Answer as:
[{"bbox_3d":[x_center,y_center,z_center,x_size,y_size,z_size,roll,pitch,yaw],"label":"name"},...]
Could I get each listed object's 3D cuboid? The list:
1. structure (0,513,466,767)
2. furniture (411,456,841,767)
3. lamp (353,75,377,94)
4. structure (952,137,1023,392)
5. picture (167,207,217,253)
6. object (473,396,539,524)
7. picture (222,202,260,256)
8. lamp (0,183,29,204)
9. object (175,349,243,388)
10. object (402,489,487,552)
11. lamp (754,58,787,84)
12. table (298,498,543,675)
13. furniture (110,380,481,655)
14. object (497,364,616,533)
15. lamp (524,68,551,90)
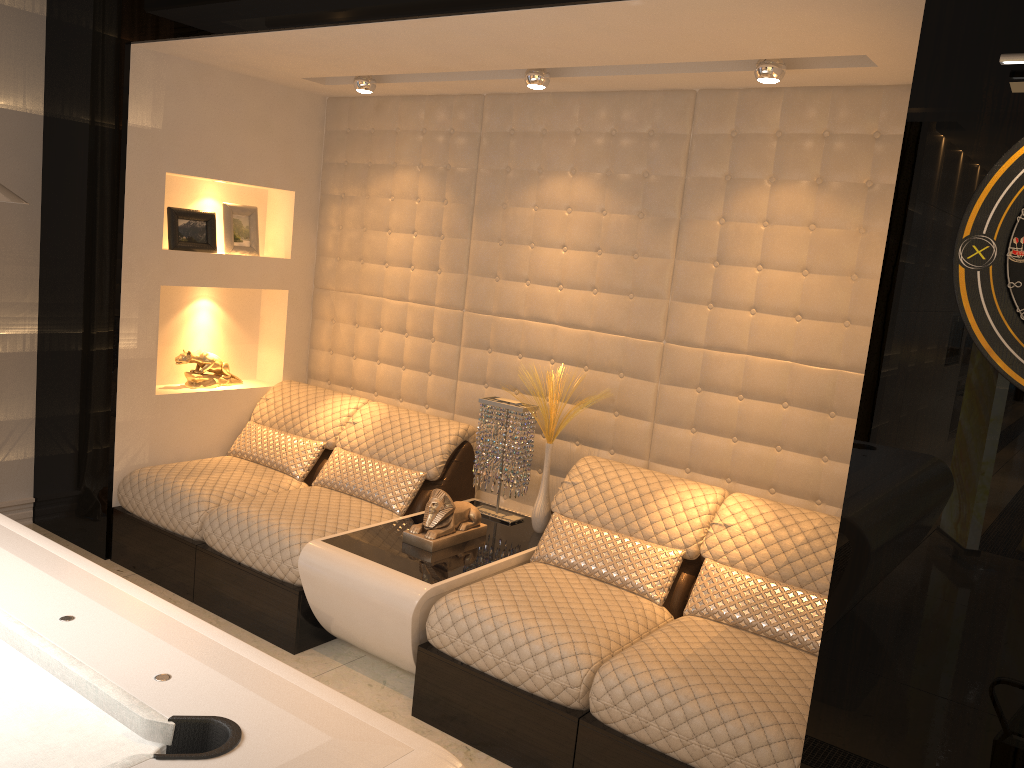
[{"bbox_3d":[-1.693,0.803,1.610,2.912,0.812,1.659,12,10,35],"label":"structure"},{"bbox_3d":[0.538,0.827,3.081,1.312,0.810,1.107,12,10,35],"label":"furniture"},{"bbox_3d":[-0.676,-1.405,4.088,0.107,0.127,0.107,8,9,16],"label":"lamp"},{"bbox_3d":[1.253,-0.252,1.780,0.669,0.669,0.048,12,10,35],"label":"structure"},{"bbox_3d":[-1.559,-0.742,4.307,0.090,0.209,0.264,12,10,35],"label":"picture"},{"bbox_3d":[-0.042,0.329,3.909,0.247,0.522,0.124,12,10,35],"label":"object"},{"bbox_3d":[-1.389,-0.784,4.531,0.094,0.262,0.211,12,10,34],"label":"picture"},{"bbox_3d":[-1.509,-0.864,1.381,1.578,0.995,0.939,12,10,35],"label":"lamp"},{"bbox_3d":[-1.559,-0.079,4.587,0.124,0.202,0.409,13,11,38],"label":"object"},{"bbox_3d":[-0.257,0.515,3.552,0.155,0.217,0.344,12,10,35],"label":"object"},{"bbox_3d":[0.873,-1.080,2.992,0.107,0.127,0.107,8,9,16],"label":"lamp"},{"bbox_3d":[-0.251,0.842,3.646,0.608,0.457,1.143,12,10,35],"label":"table"},{"bbox_3d":[-0.997,0.505,4.166,1.312,0.810,1.107,12,10,35],"label":"furniture"},{"bbox_3d":[0.168,0.290,3.691,0.390,0.718,0.388,10,9,26],"label":"object"},{"bbox_3d":[0.103,-1.242,3.536,0.107,0.127,0.107,8,9,16],"label":"lamp"}]
